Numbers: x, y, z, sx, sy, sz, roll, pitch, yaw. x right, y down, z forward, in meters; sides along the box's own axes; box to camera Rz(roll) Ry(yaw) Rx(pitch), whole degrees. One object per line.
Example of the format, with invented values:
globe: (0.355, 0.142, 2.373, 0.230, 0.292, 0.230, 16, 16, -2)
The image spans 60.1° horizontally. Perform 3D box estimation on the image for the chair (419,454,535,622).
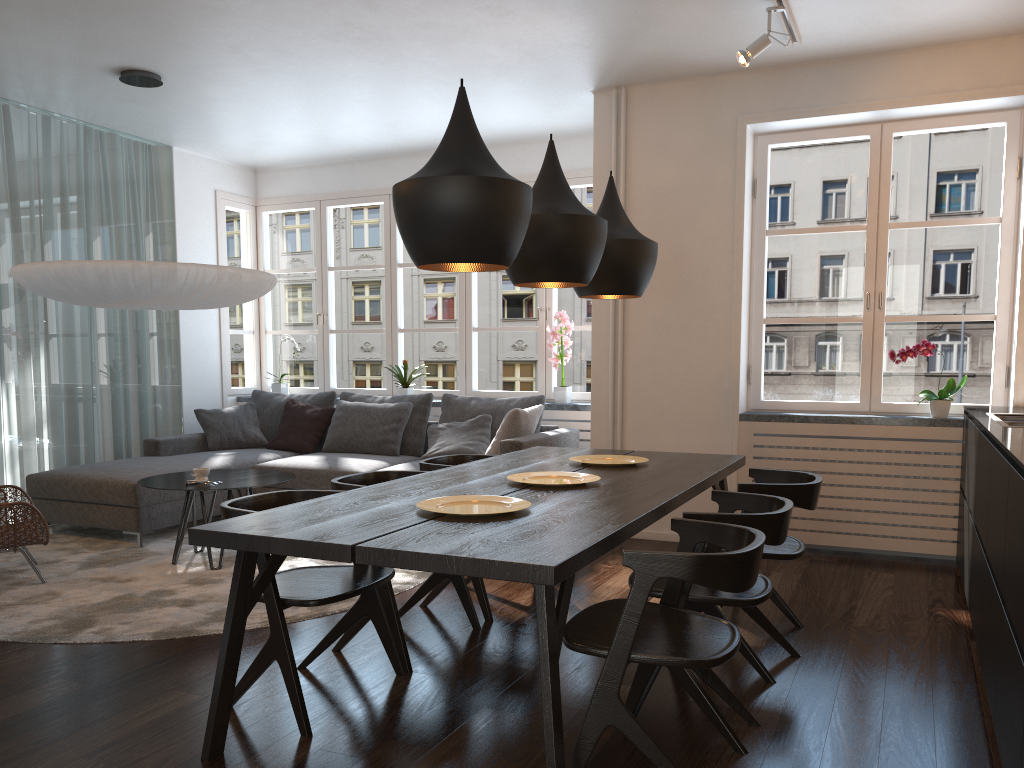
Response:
chair: (-0.161, 0.693, 4.168, 0.519, 0.676, 0.590, 2, 5, 23)

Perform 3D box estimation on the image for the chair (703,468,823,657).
chair: (0.988, 0.709, 3.629, 0.519, 0.676, 0.590, 2, 4, 20)

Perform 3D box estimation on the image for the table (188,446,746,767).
table: (0.116, 0.711, 3.383, 1.105, 0.683, 2.489, 1, 2, 24)

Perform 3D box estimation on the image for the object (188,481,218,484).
object: (-1.658, 0.529, 4.735, 0.163, 0.016, 0.025, 0, 3, -1)

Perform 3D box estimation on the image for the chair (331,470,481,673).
chair: (-0.437, 0.711, 3.547, 0.519, 0.676, 0.590, 2, 5, 25)

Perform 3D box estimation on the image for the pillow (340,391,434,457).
pillow: (-1.007, 0.300, 6.741, 0.838, 0.478, 0.275, 1, 5, 25)

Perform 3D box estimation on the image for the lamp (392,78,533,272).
lamp: (-0.145, -0.615, 2.595, 0.410, 0.545, 0.408, -1, 5, -18)

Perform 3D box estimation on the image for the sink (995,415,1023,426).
sink: (1.749, 0.164, 2.476, 0.481, 0.245, 3.399, 1, 2, 23)

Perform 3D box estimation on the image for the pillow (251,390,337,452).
pillow: (-1.805, 0.291, 7.088, 0.835, 0.481, 0.273, 1, 5, 25)

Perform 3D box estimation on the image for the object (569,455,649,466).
object: (0.432, 0.344, 3.951, 0.355, 0.017, 0.354, 1, 2, 28)

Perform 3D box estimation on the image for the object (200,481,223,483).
object: (-1.626, 0.530, 4.784, 0.124, 0.010, 0.026, 0, 2, -9)

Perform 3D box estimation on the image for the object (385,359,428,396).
object: (-0.840, -0.037, 7.123, 0.376, 0.330, 0.321, 0, 4, -1)

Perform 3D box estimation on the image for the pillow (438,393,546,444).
pillow: (-0.179, 0.313, 6.357, 0.835, 0.480, 0.273, 1, 5, 25)

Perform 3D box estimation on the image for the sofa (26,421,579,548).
sofa: (-1.321, 0.640, 5.959, 3.064, 0.676, 2.031, 1, 2, 24)

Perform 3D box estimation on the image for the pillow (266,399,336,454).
pillow: (-1.637, 0.322, 6.844, 0.520, 0.406, 0.309, 2, 5, 26)

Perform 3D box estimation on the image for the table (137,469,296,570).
table: (-1.647, 0.766, 4.990, 0.846, 0.475, 0.843, 1, 3, 27)

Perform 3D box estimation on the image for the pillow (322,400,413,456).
pillow: (-1.079, 0.329, 6.620, 0.666, 0.400, 0.290, 1, 5, 24)

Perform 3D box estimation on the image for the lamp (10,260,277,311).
lamp: (-2.164, -0.561, 5.301, 1.467, 0.211, 1.464, -1, 2, -29)

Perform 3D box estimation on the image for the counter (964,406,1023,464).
counter: (1.733, 0.190, 2.342, 0.731, 0.002, 5.039, 1, 2, 24)

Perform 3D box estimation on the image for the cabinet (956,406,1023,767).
cabinet: (1.732, 0.641, 2.389, 0.732, 0.905, 5.042, 2, 2, 24)

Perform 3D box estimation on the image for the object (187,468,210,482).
object: (-1.714, 0.499, 4.826, 0.091, 0.069, 0.138, 2, 3, 36)

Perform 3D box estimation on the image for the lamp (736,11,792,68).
lamp: (1.177, -1.612, 4.138, 0.250, 0.241, 0.084, 1, 6, 11)

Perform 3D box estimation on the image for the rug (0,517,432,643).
rug: (-1.805, 0.999, 4.979, 2.837, 0.012, 2.823, 0, 2, 4)

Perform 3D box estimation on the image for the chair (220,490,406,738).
chair: (-0.689, 0.727, 2.992, 0.519, 0.676, 0.590, 2, 4, 22)

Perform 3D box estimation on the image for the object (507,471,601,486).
object: (0.157, 0.362, 3.346, 0.356, 0.017, 0.354, 0, 2, 5)

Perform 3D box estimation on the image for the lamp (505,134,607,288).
lamp: (0.143, -0.634, 3.228, 0.411, 0.545, 0.408, 0, 4, 1)

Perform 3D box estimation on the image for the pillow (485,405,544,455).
pillow: (0.002, 0.349, 5.776, 0.286, 0.417, 0.492, 2, 4, 23)

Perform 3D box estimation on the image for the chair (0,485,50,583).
chair: (-2.765, 0.652, 4.481, 0.684, 0.714, 0.715, -3, 5, -33)

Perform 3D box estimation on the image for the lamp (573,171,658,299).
lamp: (0.430, -0.653, 3.860, 0.410, 0.545, 0.409, -3, 5, -32)

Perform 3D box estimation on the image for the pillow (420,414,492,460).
pillow: (-0.388, 0.377, 6.195, 0.492, 0.323, 0.442, 0, 3, 6)

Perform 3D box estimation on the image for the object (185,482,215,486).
object: (-1.657, 0.531, 4.693, 0.168, 0.015, 0.014, 0, 4, 11)

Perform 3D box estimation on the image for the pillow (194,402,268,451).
pillow: (-2.204, 0.333, 6.943, 0.514, 0.362, 0.345, -2, 4, -26)

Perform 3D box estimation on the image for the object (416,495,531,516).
object: (-0.118, 0.380, 2.740, 0.355, 0.017, 0.354, 1, 2, 28)

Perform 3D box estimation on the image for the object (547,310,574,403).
object: (0.359, -0.202, 6.578, 0.201, 0.695, 0.295, 0, 5, 3)

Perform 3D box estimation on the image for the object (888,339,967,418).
object: (2.305, -0.031, 4.920, 0.406, 0.440, 0.228, 0, 5, 1)

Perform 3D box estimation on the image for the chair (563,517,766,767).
chair: (0.419, 0.744, 2.445, 0.519, 0.676, 0.590, 2, 5, 24)

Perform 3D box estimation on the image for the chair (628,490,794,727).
chair: (0.669, 0.727, 2.996, 0.519, 0.676, 0.590, 2, 4, 22)
